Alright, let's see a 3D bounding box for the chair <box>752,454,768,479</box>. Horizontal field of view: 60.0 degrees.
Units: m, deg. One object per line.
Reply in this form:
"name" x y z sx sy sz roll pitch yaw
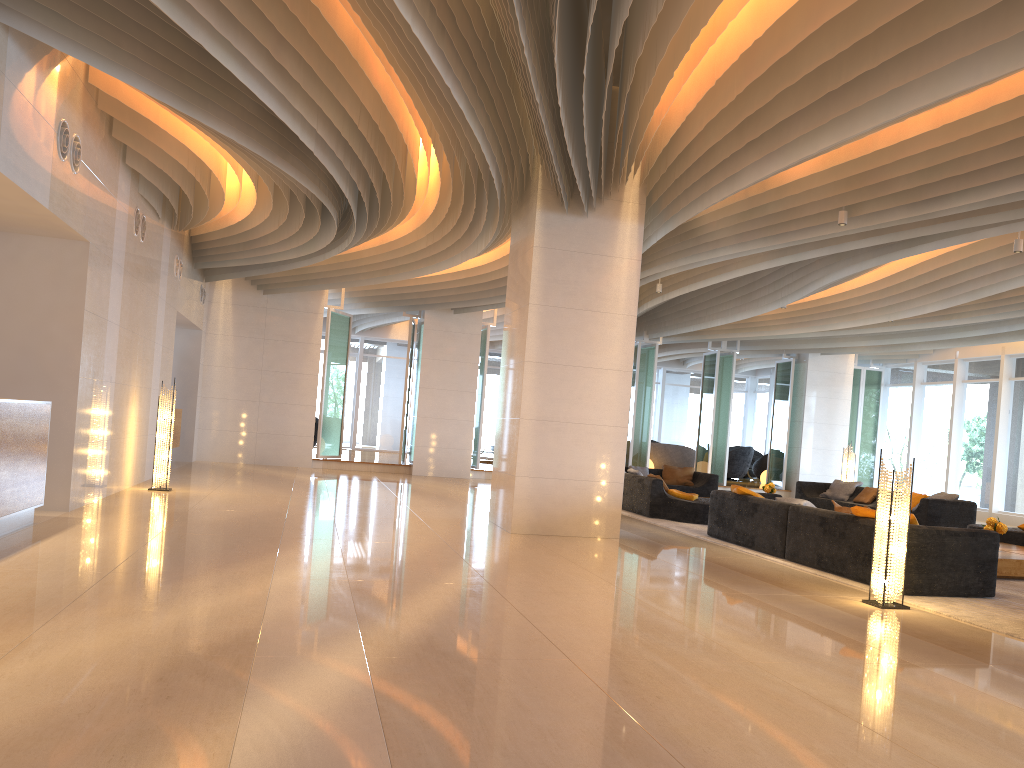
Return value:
"chair" 7.763 2.392 25.844 1.529 1.005 1.128 5 -2 -11

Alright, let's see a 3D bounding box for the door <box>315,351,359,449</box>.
"door" -5.326 0.465 25.888 1.473 2.770 0.059 5 0 -15

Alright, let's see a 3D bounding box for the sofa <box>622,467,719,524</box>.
"sofa" 2.921 1.797 14.988 2.851 0.653 5.047 5 -3 -13

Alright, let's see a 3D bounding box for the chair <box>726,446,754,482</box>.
"chair" 6.177 2.225 25.049 1.548 1.005 1.115 6 -2 -41

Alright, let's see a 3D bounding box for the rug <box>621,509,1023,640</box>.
"rug" 5.254 2.055 10.068 5.562 0.022 16.087 5 -3 -13

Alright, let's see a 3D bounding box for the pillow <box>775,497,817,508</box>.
"pillow" 3.117 1.429 9.560 0.424 0.377 0.582 5 -2 -11

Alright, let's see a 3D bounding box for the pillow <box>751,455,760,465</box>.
"pillow" 7.686 2.400 27.885 0.499 0.408 0.468 4 -2 14

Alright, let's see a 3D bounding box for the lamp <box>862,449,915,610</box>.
"lamp" 2.914 1.105 6.805 0.252 1.197 0.248 5 0 -14

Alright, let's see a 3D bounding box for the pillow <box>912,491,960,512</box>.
"pillow" 6.708 1.891 14.068 0.544 0.377 0.643 4 -2 9

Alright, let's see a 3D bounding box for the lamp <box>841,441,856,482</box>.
"lamp" 6.661 1.843 17.598 0.252 1.450 0.248 5 0 -14

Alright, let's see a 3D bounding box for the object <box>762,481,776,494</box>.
"object" 4.322 1.825 14.921 0.233 0.377 0.269 4 -1 18

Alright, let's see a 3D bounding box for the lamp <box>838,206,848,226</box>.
"lamp" 3.471 -2.393 9.156 0.090 1.505 0.088 4 0 -23

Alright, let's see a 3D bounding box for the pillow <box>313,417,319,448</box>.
"pillow" -5.068 1.070 19.996 1.534 1.005 1.125 5 -2 -16

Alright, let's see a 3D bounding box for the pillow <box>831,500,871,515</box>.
"pillow" 3.349 1.356 8.554 0.447 0.409 0.597 5 -2 -11

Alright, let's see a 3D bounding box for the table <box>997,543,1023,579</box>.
"table" 5.333 1.932 9.755 1.615 0.220 1.587 5 -3 -14

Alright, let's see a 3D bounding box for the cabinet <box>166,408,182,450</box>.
"cabinet" -5.916 0.719 14.761 0.564 0.661 1.498 5 -2 -13

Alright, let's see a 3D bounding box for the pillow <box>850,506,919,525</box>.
"pillow" 3.421 1.307 7.913 0.558 0.377 0.627 6 -3 -36

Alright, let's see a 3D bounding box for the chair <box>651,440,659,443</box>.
"chair" 4.286 2.130 26.092 1.545 1.005 1.117 6 -2 -31

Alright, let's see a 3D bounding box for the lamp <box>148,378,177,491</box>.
"lamp" -4.450 0.636 11.355 0.252 1.450 0.248 5 0 -14

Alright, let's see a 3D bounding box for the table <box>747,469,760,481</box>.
"table" 7.588 2.775 26.832 1.085 0.318 0.815 5 -3 -7

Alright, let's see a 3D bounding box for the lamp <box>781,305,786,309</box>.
"lamp" 4.573 -2.012 14.750 0.087 1.505 0.090 5 0 31

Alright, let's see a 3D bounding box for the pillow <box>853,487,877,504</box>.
"pillow" 6.306 1.976 15.747 0.325 0.312 0.404 5 -2 -16

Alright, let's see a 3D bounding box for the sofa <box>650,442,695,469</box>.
"sofa" 4.035 2.056 24.072 2.515 0.901 1.131 3 -3 36

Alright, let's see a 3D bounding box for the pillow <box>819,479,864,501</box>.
"pillow" 6.138 1.978 16.565 0.558 0.377 0.627 6 -3 -36

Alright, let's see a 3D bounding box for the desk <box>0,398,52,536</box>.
"desk" -3.727 0.524 4.339 0.906 1.049 6.615 5 -3 -13

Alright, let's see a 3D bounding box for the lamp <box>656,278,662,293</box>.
"lamp" 2.408 -2.213 14.185 0.087 1.505 0.090 5 0 31

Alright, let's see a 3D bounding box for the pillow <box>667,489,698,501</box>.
"pillow" 2.511 1.624 13.004 0.405 0.136 0.422 4 -3 20

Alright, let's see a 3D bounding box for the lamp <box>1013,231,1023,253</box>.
"lamp" 5.605 -2.195 9.722 0.091 1.505 0.087 4 0 -41

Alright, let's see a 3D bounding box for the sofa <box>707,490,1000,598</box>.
"sofa" 3.253 1.554 9.197 0.950 0.582 3.746 5 -3 -13

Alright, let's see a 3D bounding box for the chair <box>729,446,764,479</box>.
"chair" 7.325 2.462 27.824 1.519 1.005 1.136 5 -2 -1

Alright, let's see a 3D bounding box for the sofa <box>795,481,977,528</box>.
"sofa" 6.276 2.114 15.283 0.950 0.582 3.746 5 -3 -13

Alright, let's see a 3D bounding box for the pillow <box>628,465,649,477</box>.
"pillow" 2.462 1.744 17.109 0.411 0.312 0.319 5 -2 -12

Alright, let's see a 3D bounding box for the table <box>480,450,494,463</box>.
"table" -0.582 1.985 24.090 1.085 0.318 0.815 5 -3 -7

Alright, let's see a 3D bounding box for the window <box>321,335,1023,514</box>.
"window" 9.068 0.670 13.104 53.424 3.219 22.596 2 -4 42

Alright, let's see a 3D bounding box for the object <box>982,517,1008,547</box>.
"object" 5.228 1.617 9.619 0.235 0.377 0.267 4 -1 8

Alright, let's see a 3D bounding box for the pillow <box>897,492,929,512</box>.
"pillow" 6.577 1.935 14.560 0.324 0.312 0.405 5 -2 -11

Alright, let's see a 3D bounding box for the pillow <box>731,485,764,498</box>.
"pillow" 2.852 1.394 10.411 0.544 0.377 0.643 4 -2 9

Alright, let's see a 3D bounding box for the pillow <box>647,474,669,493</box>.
"pillow" 2.220 1.510 13.245 0.331 0.311 0.421 5 -2 -12

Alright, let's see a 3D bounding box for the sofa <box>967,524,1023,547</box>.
"sofa" 7.196 1.934 10.481 1.365 0.582 4.106 5 -3 -14

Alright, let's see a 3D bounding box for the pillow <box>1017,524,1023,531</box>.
"pillow" 7.021 1.912 11.793 0.440 0.192 0.598 2 -3 41

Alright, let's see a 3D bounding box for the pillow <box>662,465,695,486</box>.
"pillow" 3.245 1.789 17.330 0.635 0.377 0.551 4 -2 8
